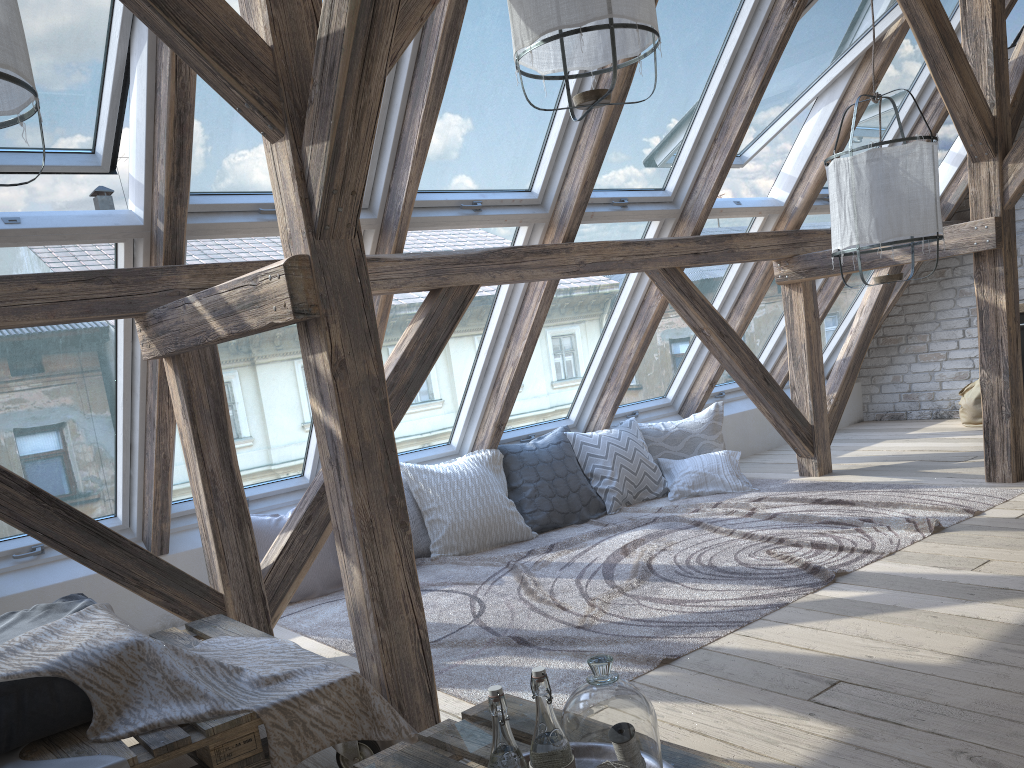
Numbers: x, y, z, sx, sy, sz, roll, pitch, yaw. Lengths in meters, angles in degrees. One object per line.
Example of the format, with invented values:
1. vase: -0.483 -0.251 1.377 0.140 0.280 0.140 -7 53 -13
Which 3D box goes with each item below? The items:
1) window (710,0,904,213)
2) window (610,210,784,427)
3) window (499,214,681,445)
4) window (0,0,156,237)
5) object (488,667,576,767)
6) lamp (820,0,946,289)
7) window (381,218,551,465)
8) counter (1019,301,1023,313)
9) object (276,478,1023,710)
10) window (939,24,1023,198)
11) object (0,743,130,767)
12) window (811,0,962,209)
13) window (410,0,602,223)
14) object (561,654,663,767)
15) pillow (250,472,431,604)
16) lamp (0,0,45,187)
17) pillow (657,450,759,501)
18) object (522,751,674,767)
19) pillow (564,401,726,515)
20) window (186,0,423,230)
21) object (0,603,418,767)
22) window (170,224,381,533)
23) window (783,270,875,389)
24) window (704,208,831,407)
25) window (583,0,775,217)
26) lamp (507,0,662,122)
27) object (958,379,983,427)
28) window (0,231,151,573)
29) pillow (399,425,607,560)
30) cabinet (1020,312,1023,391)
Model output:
1. window: 1.441 -1.631 4.552 0.843 1.297 1.405 -14 8 -37
2. window: 1.028 -0.395 5.493 0.843 1.298 1.095 -14 8 -37
3. window: 0.313 -0.269 4.948 0.843 1.298 1.095 -14 8 -37
4. window: -1.417 -1.126 2.369 0.843 1.297 1.349 -14 8 -37
5. object: 0.027 0.566 1.317 0.151 0.272 0.071 -14 10 -36
6. lamp: 1.343 -1.333 3.285 0.408 1.927 0.392 -7 9 4
7. window: -0.402 -0.142 4.403 0.843 1.298 1.095 -14 8 -37
8. counter: 4.003 -0.124 4.276 2.211 0.865 3.813 -11 4 -38
9. object: 0.627 0.767 4.232 3.145 0.057 2.188 -10 3 -37
10. window: 2.864 -1.883 5.652 0.843 1.297 1.520 -14 8 -37
11. object: -1.213 0.975 1.788 0.506 0.281 0.696 -5 5 37
12. window: 2.187 -1.760 5.058 0.843 1.298 1.095 -14 8 -37
13. window: 0.041 -1.382 3.423 0.843 1.298 1.095 -14 8 -37
14. object: 0.157 0.555 1.417 0.156 0.251 0.153 -5 8 21
15. pillow: -0.794 0.759 4.385 0.435 0.533 1.116 -2 7 45
16. lamp: -1.113 -1.094 1.402 0.408 1.543 0.392 -7 9 4
17. pillow: 1.196 0.563 5.420 0.537 0.246 0.468 -8 4 4
18. object: 0.088 0.683 1.424 0.392 0.022 0.392 -9 3 -18
19. pillow: 0.874 0.461 5.569 1.141 0.543 0.499 -10 6 -32
20. window: -0.674 -1.255 2.878 0.843 1.298 1.095 -14 8 -37
21. object: -0.794 0.802 2.441 1.007 0.481 0.802 -9 4 -7
22. window: -1.117 -0.016 3.858 0.843 1.298 1.095 -14 8 -37
23. window: 2.458 -0.647 6.583 0.843 1.298 1.095 -14 8 -37
24. window: 1.743 -0.521 6.038 0.843 1.298 1.095 -14 8 -37
25. window: 0.756 -1.508 3.968 0.843 1.298 1.095 -14 8 -37
26. lamp: 0.140 -1.420 2.352 0.409 1.327 0.391 -3 10 28
27. object: 3.432 0.102 6.474 0.336 0.396 0.388 -9 6 -12
28. window: -1.832 0.110 3.313 0.843 1.298 1.095 -14 8 -37
29. pillow: -0.012 0.586 4.948 1.256 0.572 0.467 -11 7 -36
30. cabinet: 4.065 -0.969 4.021 2.063 2.547 4.215 -13 6 -37
